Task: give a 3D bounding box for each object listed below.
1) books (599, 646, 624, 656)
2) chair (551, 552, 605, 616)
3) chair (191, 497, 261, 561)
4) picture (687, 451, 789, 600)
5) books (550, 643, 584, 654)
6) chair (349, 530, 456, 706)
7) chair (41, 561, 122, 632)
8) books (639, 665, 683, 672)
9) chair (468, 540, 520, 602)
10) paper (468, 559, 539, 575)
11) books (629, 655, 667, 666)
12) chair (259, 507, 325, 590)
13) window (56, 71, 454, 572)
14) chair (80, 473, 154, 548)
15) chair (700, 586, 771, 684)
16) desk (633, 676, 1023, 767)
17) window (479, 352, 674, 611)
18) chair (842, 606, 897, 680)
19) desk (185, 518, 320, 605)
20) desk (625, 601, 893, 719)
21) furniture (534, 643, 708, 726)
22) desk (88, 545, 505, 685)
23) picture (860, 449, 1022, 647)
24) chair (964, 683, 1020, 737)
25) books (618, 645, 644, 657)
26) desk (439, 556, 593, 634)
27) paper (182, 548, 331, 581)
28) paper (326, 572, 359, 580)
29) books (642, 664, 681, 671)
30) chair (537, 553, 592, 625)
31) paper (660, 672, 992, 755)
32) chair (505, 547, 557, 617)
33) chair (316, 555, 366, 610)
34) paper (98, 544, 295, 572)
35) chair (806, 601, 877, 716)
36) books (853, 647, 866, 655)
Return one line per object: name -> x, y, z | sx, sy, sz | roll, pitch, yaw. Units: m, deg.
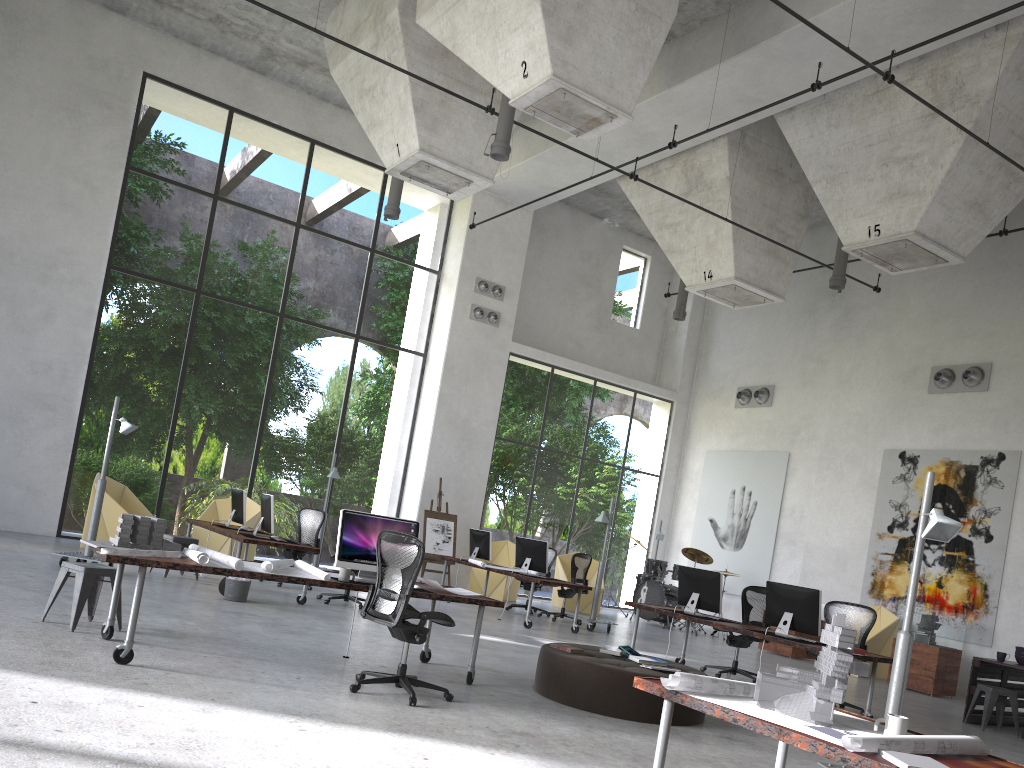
books -> 0.904, 2.415, 7.952 | 0.196, 0.034, 0.289 | 7, -10, 15
chair -> 1.350, 3.957, 17.542 | 0.984, 1.162, 0.938 | 11, -5, -12
chair -> -4.838, 2.457, 14.929 | 0.974, 1.162, 0.948 | 8, -5, 14
picture -> 4.709, 2.921, 18.619 | 0.021, 3.000, 2.329 | 11, -5, -31
books -> 0.480, 2.296, 7.629 | 0.177, 0.032, 0.253 | 17, -12, -40
chair -> -0.775, 1.708, 6.543 | 0.764, 1.177, 0.806 | 7, -5, 32
chair -> -3.387, 1.688, 7.000 | 0.416, 0.486, 0.445 | 7, -6, 31
books -> 1.253, 2.389, 7.366 | 0.302, 0.031, 0.221 | 13, -10, -16
chair -> -0.303, 3.606, 17.134 | 0.974, 1.162, 0.949 | 8, -5, 17
paper -> -0.143, 2.946, 14.206 | 1.085, 0.104, 0.979 | 13, -10, -21
books -> 1.188, 2.416, 7.665 | 0.287, 0.033, 0.198 | 13, -10, -18
chair -> -3.162, 2.382, 12.909 | 0.765, 1.177, 0.805 | 8, -5, 22
window -> -4.296, -0.636, 16.005 | 6.040, 7.802, 0.067 | 13, -3, -32
chair -> -6.104, 2.025, 13.663 | 0.932, 1.161, 0.991 | 9, -5, 4
chair -> 2.816, 3.058, 10.881 | 0.786, 1.177, 0.783 | 6, -6, 42
desk -> 1.746, 1.801, 3.182 | 0.987, 0.718, 3.125 | 14, -10, -31
window -> 1.405, 2.273, 18.902 | 4.622, 4.863, 0.020 | 13, -3, -32
chair -> 5.666, 4.143, 14.296 | 0.947, 1.162, 0.976 | 13, -6, -33
desk -> -3.627, 2.350, 11.806 | 0.976, 0.718, 3.127 | 14, -10, -31
desk -> 2.547, 3.052, 9.736 | 0.987, 0.718, 3.125 | 14, -10, -31
furniture -> 0.961, 2.615, 7.717 | 1.527, 0.425, 1.507 | 15, -10, -29
desk -> -1.676, 1.866, 6.997 | 3.172, 0.719, 0.972 | 15, -9, -31
picture -> 6.882, 2.562, 14.324 | 0.021, 2.999, 2.347 | 11, -5, -31
chair -> 5.570, 3.751, 10.143 | 0.419, 0.486, 0.442 | 9, -5, 4
books -> 1.073, 2.418, 7.902 | 0.203, 0.102, 0.147 | 2, -10, 43
desk -> -0.087, 3.327, 13.999 | 0.987, 0.718, 3.125 | 14, -10, -31
paper -> -1.968, 1.368, 6.742 | 1.090, 0.104, 0.974 | 15, -11, -31
paper -> -1.369, 1.601, 7.284 | 0.489, 0.001, 0.430 | 13, -10, -21
books -> 1.255, 2.386, 7.392 | 0.300, 0.039, 0.223 | 9, -9, 3
chair -> 0.917, 3.393, 14.758 | 0.787, 1.177, 0.782 | 8, -4, 22
paper -> 1.362, 1.452, 3.885 | 0.991, 0.104, 1.072 | 17, -12, -36
chair -> 0.381, 3.374, 15.183 | 0.768, 1.177, 0.802 | 9, -4, 7
chair -> -2.102, 2.360, 11.712 | 0.805, 1.177, 0.765 | 14, -6, -42
paper -> -2.181, 1.318, 6.642 | 0.889, 0.102, 1.960 | 8, -10, 8
chair -> 3.574, 2.972, 9.610 | 0.764, 1.177, 0.805 | 8, -5, 27
books -> 3.260, 2.579, 8.545 | 0.285, 0.052, 0.205 | 10, -9, 0
